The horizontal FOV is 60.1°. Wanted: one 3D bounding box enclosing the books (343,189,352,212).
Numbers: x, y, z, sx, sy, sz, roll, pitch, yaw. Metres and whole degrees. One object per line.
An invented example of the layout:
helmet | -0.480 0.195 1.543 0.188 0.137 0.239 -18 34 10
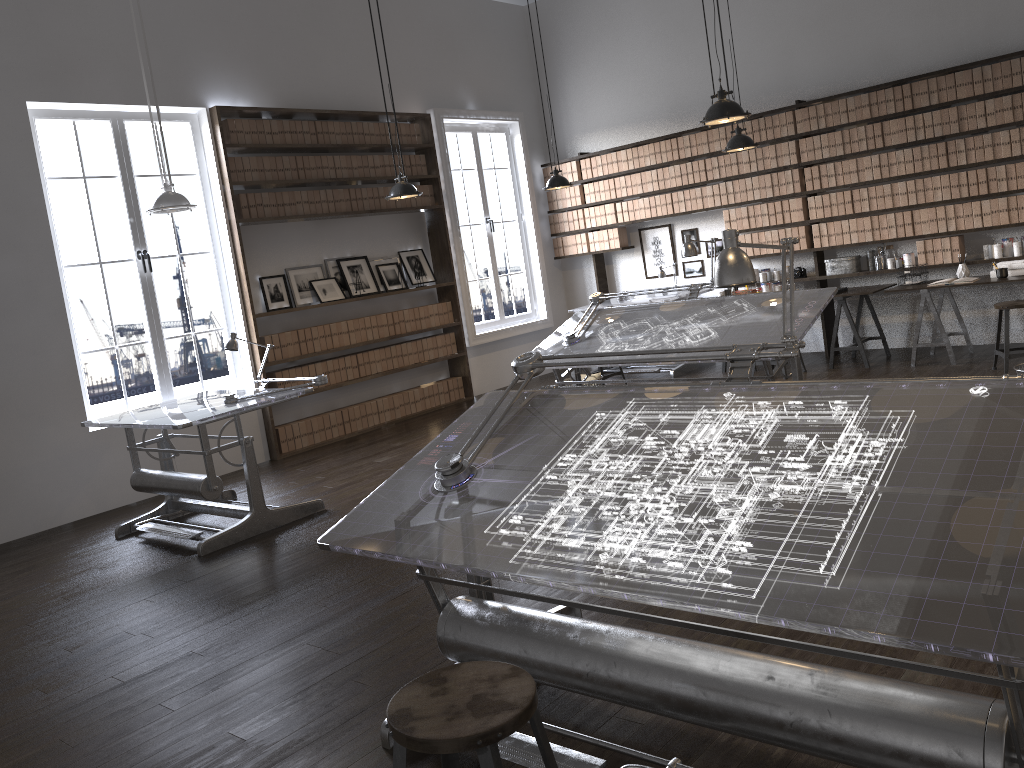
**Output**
books | -1.618 -1.730 8.419 0.174 0.224 0.067 -3 7 42

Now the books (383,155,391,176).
books | -1.294 -2.149 8.808 0.174 0.225 0.067 -3 7 41

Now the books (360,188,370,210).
books | -1.472 -1.774 8.580 0.174 0.224 0.067 -3 7 42

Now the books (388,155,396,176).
books | -1.255 -2.162 8.863 0.174 0.224 0.067 -3 7 42

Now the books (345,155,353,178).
books | -1.607 -2.053 8.454 0.174 0.224 0.067 -3 7 41

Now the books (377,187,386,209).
books | -1.336 -1.816 8.735 0.174 0.225 0.067 -3 7 42

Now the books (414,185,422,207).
books | -1.022 -1.913 9.096 0.174 0.224 0.067 -3 7 42

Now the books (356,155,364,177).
books | -1.521 -2.080 8.558 0.174 0.224 0.067 -3 7 42

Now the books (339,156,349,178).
books | -1.646 -2.040 8.406 0.174 0.224 0.067 -3 7 41

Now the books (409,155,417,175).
books | -1.066 -2.220 9.074 0.174 0.225 0.067 -3 7 42

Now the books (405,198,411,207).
books | -1.120 -1.885 8.995 0.174 0.224 0.067 -3 7 41

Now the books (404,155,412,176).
books | -1.118 -2.205 9.022 0.174 0.224 0.067 -3 7 41

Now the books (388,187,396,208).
books | -1.254 -1.842 8.833 0.174 0.224 0.067 -3 7 41

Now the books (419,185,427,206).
books | -0.979 -1.927 9.145 0.174 0.225 0.067 -3 7 41

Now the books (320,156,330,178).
books | -1.786 -1.996 8.241 0.174 0.224 0.067 -3 7 41

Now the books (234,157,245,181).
books | -2.373 -1.815 7.571 0.174 0.224 0.067 -3 7 41

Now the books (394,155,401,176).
books | -1.209 -2.177 8.916 0.174 0.224 0.067 -3 7 42

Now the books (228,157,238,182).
books | -2.419 -1.800 7.520 0.174 0.224 0.067 -3 7 41

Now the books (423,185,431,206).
books | -0.942 -1.939 9.195 0.174 0.224 0.067 -3 7 42

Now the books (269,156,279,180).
books | -2.154 -1.883 7.825 0.174 0.224 0.067 -3 7 41

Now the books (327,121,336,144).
books | -1.742 -2.337 8.317 0.174 0.224 0.067 -3 7 41

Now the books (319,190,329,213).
books | -1.792 -1.675 8.212 0.174 0.224 0.067 -3 7 41

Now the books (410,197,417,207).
books | -1.072 -1.899 9.044 0.174 0.224 0.067 -3 7 42

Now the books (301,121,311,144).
books | -1.929 -2.279 8.105 0.174 0.224 0.067 -3 7 41

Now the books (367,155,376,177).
books | -1.426 -2.108 8.658 0.174 0.225 0.067 -3 7 41

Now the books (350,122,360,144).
books | -1.561 -2.394 8.534 0.174 0.224 0.067 -3 7 42

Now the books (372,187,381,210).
books | -1.383 -1.802 8.688 0.174 0.224 0.067 -3 7 41

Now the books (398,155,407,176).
books | -1.161 -2.191 8.966 0.174 0.224 0.067 -3 7 41

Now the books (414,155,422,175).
books | -1.022 -2.235 9.133 0.174 0.224 0.067 -3 7 41

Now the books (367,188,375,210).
books | -1.429 -1.788 8.635 0.174 0.224 0.067 -3 7 41

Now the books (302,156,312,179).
books | -1.921 -1.955 8.095 0.174 0.224 0.067 -3 7 42

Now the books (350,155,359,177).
books | -1.560 -2.066 8.501 0.174 0.225 0.067 -3 7 42

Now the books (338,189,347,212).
books | -1.658 -1.717 8.368 0.174 0.224 0.067 -3 7 41

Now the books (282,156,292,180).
books | -2.059 -1.911 7.928 0.174 0.224 0.067 -3 7 42

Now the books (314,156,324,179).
books | -1.832 -1.981 8.186 0.174 0.225 0.067 -3 7 42

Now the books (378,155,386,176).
books | -1.341 -2.136 8.762 0.174 0.224 0.067 -3 7 42

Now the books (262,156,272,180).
books | -2.193 -1.869 7.770 0.174 0.225 0.067 -3 7 42

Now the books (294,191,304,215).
books | -1.974 -1.618 8.002 0.174 0.224 0.067 -3 7 42

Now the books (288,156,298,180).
books | -2.017 -1.926 7.984 0.174 0.224 0.067 -3 7 42

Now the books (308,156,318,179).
books | -1.876 -1.969 8.142 0.174 0.224 0.067 -3 7 41

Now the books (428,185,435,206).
books | -0.897 -1.953 9.248 0.174 0.224 0.067 -3 7 42

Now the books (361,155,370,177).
books | -1.474 -2.094 8.609 0.174 0.224 0.067 -3 7 42

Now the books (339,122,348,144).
books | -1.656 -2.365 8.428 0.174 0.224 0.067 -3 7 42

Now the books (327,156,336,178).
books | -1.741 -2.011 8.297 0.174 0.224 0.067 -3 7 41

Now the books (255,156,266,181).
books | -2.240 -1.856 7.724 0.174 0.224 0.067 -3 7 41

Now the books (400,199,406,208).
books | -1.163 -1.871 8.941 0.174 0.224 0.067 -3 7 41

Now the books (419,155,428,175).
books | -0.971 -2.251 9.188 0.174 0.224 0.067 -3 7 42

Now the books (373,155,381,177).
books | -1.380 -2.123 8.714 0.174 0.224 0.067 -3 7 42

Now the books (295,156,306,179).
books | -1.964 -1.941 8.036 0.174 0.225 0.067 -3 7 41

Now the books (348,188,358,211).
books | -1.566 -1.745 8.470 0.174 0.225 0.067 -3 7 41

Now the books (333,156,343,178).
books | -1.692 -2.026 8.351 0.174 0.225 0.067 -3 7 42

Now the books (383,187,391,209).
books | -1.296 -1.829 8.788 0.174 0.224 0.067 -3 7 41

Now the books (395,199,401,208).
books | -1.206 -1.857 8.886 0.174 0.225 0.067 -3 7 42

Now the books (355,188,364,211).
books | -1.521 -1.760 8.530 0.174 0.224 0.067 -3 7 42

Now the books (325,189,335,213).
books | -1.742 -1.689 8.264 0.174 0.224 0.067 -3 7 41

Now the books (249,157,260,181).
books | -2.279 -1.843 7.676 0.174 0.224 0.067 -3 7 41

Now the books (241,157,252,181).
books | -2.325 -1.829 7.620 0.174 0.225 0.067 -3 7 42

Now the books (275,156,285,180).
books | -2.108 -1.897 7.878 0.174 0.224 0.067 -3 7 41
